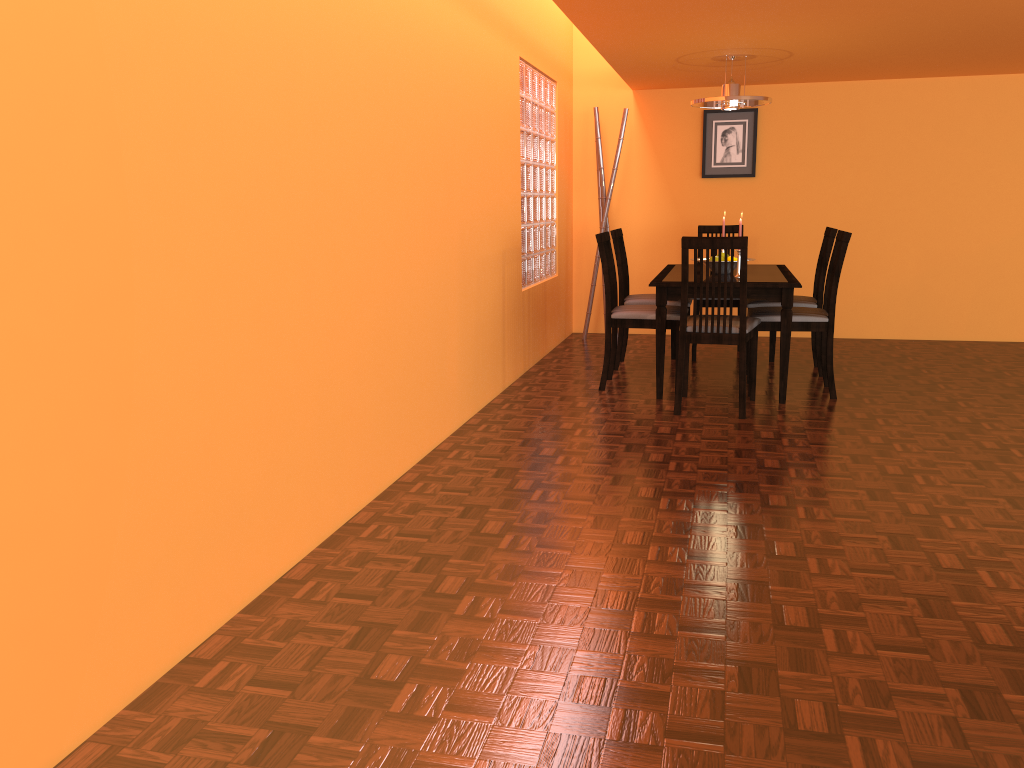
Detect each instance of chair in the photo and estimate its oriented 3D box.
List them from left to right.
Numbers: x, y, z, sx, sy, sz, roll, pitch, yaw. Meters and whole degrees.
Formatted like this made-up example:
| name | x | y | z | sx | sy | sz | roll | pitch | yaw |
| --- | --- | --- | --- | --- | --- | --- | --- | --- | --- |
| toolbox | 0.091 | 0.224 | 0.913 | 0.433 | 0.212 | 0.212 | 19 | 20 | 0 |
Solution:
| name | x | y | z | sx | sy | sz | roll | pitch | yaw |
| --- | --- | --- | --- | --- | --- | --- | --- | --- | --- |
| chair | 0.671 | -0.379 | 4.596 | 0.465 | 0.809 | 0.373 | 2 | 12 | 13 |
| chair | 0.806 | -0.492 | 5.145 | 0.465 | 0.809 | 0.373 | 2 | 12 | 13 |
| chair | 0.941 | -0.278 | 4.086 | 0.373 | 0.809 | 0.465 | 3 | 12 | 18 |
| chair | 1.292 | -0.566 | 5.476 | 0.373 | 0.809 | 0.465 | 1 | 12 | 9 |
| chair | 1.550 | -0.466 | 4.966 | 0.465 | 0.809 | 0.373 | 2 | 12 | 13 |
| chair | 1.415 | -0.352 | 4.417 | 0.465 | 0.809 | 0.373 | 2 | 12 | 13 |

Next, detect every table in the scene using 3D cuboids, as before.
| name | x | y | z | sx | sy | sz | roll | pitch | yaw |
| --- | --- | --- | --- | --- | --- | --- | --- | --- | --- |
| table | 1.139 | -0.310 | 4.791 | 0.697 | 0.584 | 1.259 | 2 | 12 | 13 |

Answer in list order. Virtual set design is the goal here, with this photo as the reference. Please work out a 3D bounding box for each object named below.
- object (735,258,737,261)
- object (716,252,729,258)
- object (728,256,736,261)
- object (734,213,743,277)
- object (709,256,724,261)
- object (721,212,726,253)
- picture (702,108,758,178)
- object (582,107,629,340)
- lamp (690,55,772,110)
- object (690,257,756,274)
| name | x | y | z | sx | sy | sz | roll | pitch | yaw |
| --- | --- | --- | --- | --- | --- | --- | --- | --- | --- |
| object | 1.166 | -0.636 | 4.630 | 0.055 | 0.046 | 0.046 | -6 | 12 | -23 |
| object | 1.127 | -0.673 | 4.752 | 0.069 | 0.066 | 0.069 | 4 | 13 | 23 |
| object | 1.133 | -0.639 | 4.590 | 0.046 | 0.046 | 0.055 | -1 | 12 | -3 |
| object | 1.129 | -0.693 | 4.396 | 0.044 | 0.326 | 0.044 | 0 | 12 | 2 |
| object | 1.077 | -0.634 | 4.667 | 0.089 | 0.076 | 0.087 | 3 | 12 | 20 |
| object | 1.175 | -0.803 | 4.931 | 0.044 | 0.326 | 0.044 | 0 | 12 | 2 |
| picture | 1.493 | -1.650 | 6.089 | 0.361 | 0.456 | 0.014 | 2 | 12 | 13 |
| object | 0.652 | -1.089 | 6.150 | 0.308 | 1.589 | 0.226 | 7 | 14 | 35 |
| lamp | 1.197 | -1.640 | 4.837 | 0.435 | 0.274 | 0.435 | 7 | 14 | 35 |
| object | 1.113 | -0.623 | 4.689 | 0.337 | 0.072 | 0.337 | -5 | 12 | -20 |
